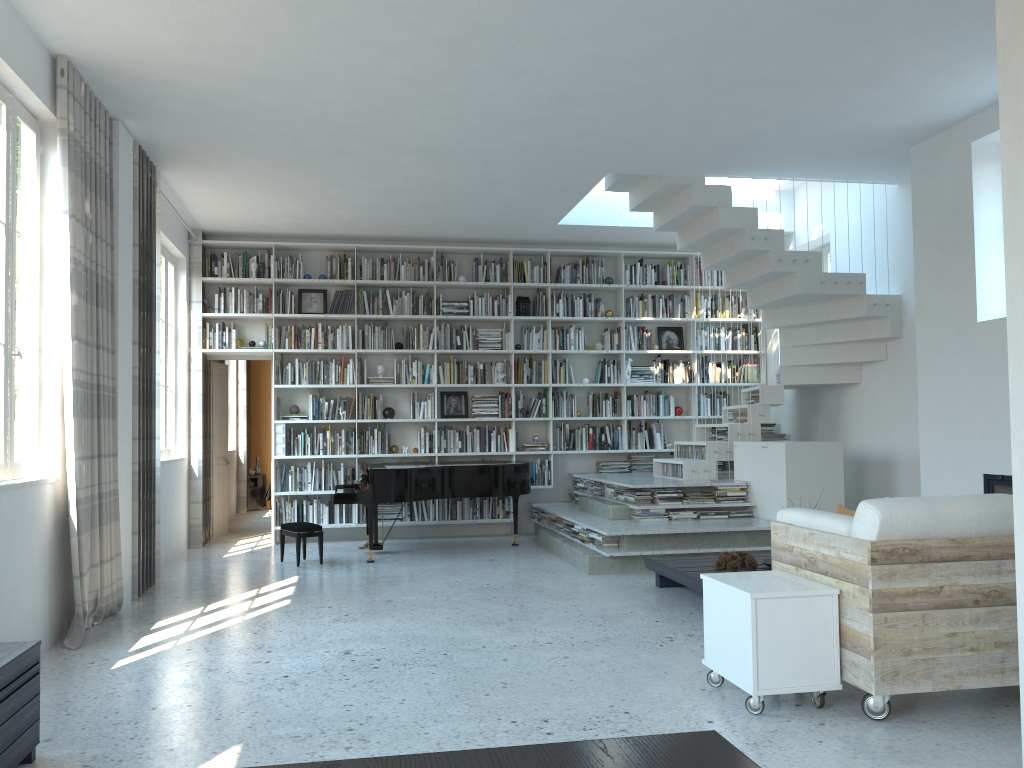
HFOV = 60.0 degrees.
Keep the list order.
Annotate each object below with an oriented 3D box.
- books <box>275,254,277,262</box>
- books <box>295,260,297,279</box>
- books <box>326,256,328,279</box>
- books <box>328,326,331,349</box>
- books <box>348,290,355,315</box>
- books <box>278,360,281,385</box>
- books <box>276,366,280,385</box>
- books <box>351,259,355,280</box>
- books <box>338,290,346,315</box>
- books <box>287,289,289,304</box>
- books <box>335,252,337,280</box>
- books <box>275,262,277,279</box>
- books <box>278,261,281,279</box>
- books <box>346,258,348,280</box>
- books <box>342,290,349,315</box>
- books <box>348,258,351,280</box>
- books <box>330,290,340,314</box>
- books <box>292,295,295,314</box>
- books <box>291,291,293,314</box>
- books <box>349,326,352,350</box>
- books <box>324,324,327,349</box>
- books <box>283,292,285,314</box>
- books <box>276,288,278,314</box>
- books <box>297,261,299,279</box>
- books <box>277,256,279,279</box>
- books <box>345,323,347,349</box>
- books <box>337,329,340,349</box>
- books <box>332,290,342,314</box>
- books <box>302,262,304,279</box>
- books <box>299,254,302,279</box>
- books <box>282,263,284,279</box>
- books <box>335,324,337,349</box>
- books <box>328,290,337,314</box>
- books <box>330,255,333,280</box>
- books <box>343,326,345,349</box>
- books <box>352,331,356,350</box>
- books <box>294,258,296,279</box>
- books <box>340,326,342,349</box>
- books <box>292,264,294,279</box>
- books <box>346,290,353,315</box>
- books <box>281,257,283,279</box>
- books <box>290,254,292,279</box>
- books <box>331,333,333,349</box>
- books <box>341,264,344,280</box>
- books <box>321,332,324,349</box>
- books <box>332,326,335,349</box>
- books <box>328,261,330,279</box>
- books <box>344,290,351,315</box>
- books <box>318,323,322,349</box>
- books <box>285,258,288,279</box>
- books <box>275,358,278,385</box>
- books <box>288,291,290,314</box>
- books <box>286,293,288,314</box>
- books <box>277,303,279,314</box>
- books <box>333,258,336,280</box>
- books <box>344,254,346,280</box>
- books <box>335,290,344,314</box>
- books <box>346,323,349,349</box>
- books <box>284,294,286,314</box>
[{"bbox_3d":[-2.504,-1.222,9.396,0.007,0.285,0.159,0,-3,-11],"label":"books"},{"bbox_3d":[-2.290,-1.191,9.420,0.013,0.219,0.181,0,-3,-11],"label":"books"},{"bbox_3d":[-1.978,-1.220,9.496,0.013,0.277,0.151,0,-2,-11],"label":"books"},{"bbox_3d":[-1.948,-0.479,9.466,0.029,0.260,0.157,0,-3,-11],"label":"books"},{"bbox_3d":[-1.722,-0.859,9.515,0.078,0.285,0.174,0,-3,-11],"label":"books"},{"bbox_3d":[-2.438,-0.113,9.335,0.027,0.266,0.176,0,-3,-11],"label":"books"},{"bbox_3d":[-2.463,-0.084,9.346,0.026,0.209,0.155,0,-3,-11],"label":"books"},{"bbox_3d":[-1.710,-1.208,9.546,0.039,0.252,0.146,0,-3,-11],"label":"books"},{"bbox_3d":[-1.821,-0.856,9.490,0.097,0.282,0.174,0,-3,-11],"label":"books"},{"bbox_3d":[-2.368,-0.854,9.389,0.005,0.281,0.191,0,-3,-11],"label":"books"},{"bbox_3d":[-1.887,-1.241,9.522,0.014,0.320,0.137,0,-2,-11],"label":"books"},{"bbox_3d":[-2.490,-1.182,9.388,0.017,0.204,0.142,0,-3,-11],"label":"books"},{"bbox_3d":[-2.460,-1.185,9.399,0.032,0.210,0.158,0,-3,-11],"label":"books"},{"bbox_3d":[-1.772,-1.212,9.533,0.022,0.260,0.152,0,-3,-11],"label":"books"},{"bbox_3d":[-1.792,-0.858,9.516,0.078,0.285,0.174,0,-3,-11],"label":"books"},{"bbox_3d":[-1.743,-1.210,9.525,0.031,0.254,0.178,0,-3,-11],"label":"books"},{"bbox_3d":[-1.898,-0.852,9.496,0.110,0.279,0.174,0,-3,-11],"label":"books"},{"bbox_3d":[-2.313,-0.822,9.388,0.012,0.214,0.185,0,-3,-11],"label":"books"},{"bbox_3d":[-2.326,-0.841,9.394,0.012,0.254,0.166,0,-3,-11],"label":"books"},{"bbox_3d":[-1.731,-0.482,9.489,0.035,0.263,0.177,0,-3,-11],"label":"books"},{"bbox_3d":[-1.986,-0.491,9.456,0.025,0.286,0.161,0,-3,-11],"label":"books"},{"bbox_3d":[-2.411,-0.838,9.366,0.004,0.246,0.189,0,-3,-11],"label":"books"},{"bbox_3d":[-2.482,-0.856,9.372,0.006,0.287,0.148,0,-2,-10],"label":"books"},{"bbox_3d":[-2.272,-1.188,9.416,0.021,0.213,0.173,0,-3,-11],"label":"books"},{"bbox_3d":[-2.480,-1.209,9.397,0.007,0.258,0.156,0,-3,-11],"label":"books"},{"bbox_3d":[-1.774,-0.496,9.472,0.012,0.291,0.182,0,-3,-11],"label":"books"},{"bbox_3d":[-1.855,-0.465,9.463,0.030,0.230,0.172,0,-3,-11],"label":"books"},{"bbox_3d":[-1.873,-0.853,9.483,0.110,0.279,0.174,0,-3,-11],"label":"books"},{"bbox_3d":[-2.226,-1.185,9.450,0.013,0.210,0.136,0,-3,-11],"label":"books"},{"bbox_3d":[-2.254,-1.226,9.454,0.015,0.293,0.131,0,-2,-11],"label":"books"},{"bbox_3d":[-2.425,-1.176,9.412,0.017,0.193,0.129,0,-3,-11],"label":"books"},{"bbox_3d":[-1.877,-0.490,9.465,0.012,0.280,0.188,0,-3,-11],"label":"books"},{"bbox_3d":[-1.919,-0.852,9.483,0.110,0.279,0.174,0,-3,-11],"label":"books"},{"bbox_3d":[-1.929,-1.222,9.488,0.024,0.279,0.188,0,-3,-11],"label":"books"},{"bbox_3d":[-1.797,-0.482,9.497,0.024,0.266,0.155,0,-3,-11],"label":"books"},{"bbox_3d":[-1.690,-0.453,9.470,0.039,0.202,0.236,0,-3,-11],"label":"books"},{"bbox_3d":[-2.305,-1.207,9.427,0.013,0.252,0.129,0,-2,-11],"label":"books"},{"bbox_3d":[-1.829,-0.482,9.468,0.022,0.263,0.174,0,-3,-11],"label":"books"},{"bbox_3d":[-2.322,-1.172,9.417,0.026,0.182,0.161,0,-3,-11],"label":"books"},{"bbox_3d":[-1.747,-0.858,9.525,0.078,0.285,0.174,0,-3,-11],"label":"books"},{"bbox_3d":[-2.437,-1.205,9.397,0.012,0.249,0.180,0,-3,-11],"label":"books"},{"bbox_3d":[-2.340,-1.221,9.397,0.015,0.279,0.190,0,-3,-11],"label":"books"},{"bbox_3d":[-1.922,-0.442,9.468,0.022,0.186,0.136,0,-3,-11],"label":"books"},{"bbox_3d":[-1.817,-1.178,9.510,0.027,0.190,0.177,0,-3,-11],"label":"books"},{"bbox_3d":[-2.008,-0.448,9.423,0.029,0.195,0.192,0,-3,-11],"label":"books"},{"bbox_3d":[-1.903,-0.479,9.478,0.035,0.260,0.131,0,-2,-11],"label":"books"},{"bbox_3d":[-1.955,-1.191,9.486,0.028,0.218,0.153,0,-3,-11],"label":"books"},{"bbox_3d":[-1.770,-0.858,9.525,0.078,0.285,0.174,0,-3,-11],"label":"books"},{"bbox_3d":[-2.038,-0.492,9.423,0.030,0.285,0.185,0,-3,-11],"label":"books"},{"bbox_3d":[-2.394,-1.202,9.407,0.016,0.243,0.156,0,-3,-11],"label":"books"},{"bbox_3d":[-2.484,-0.121,9.353,0.012,0.285,0.159,0,-3,-11],"label":"books"},{"bbox_3d":[-2.353,-0.844,9.382,0.023,0.258,0.183,0,-3,-11],"label":"books"},{"bbox_3d":[-2.380,-0.836,9.388,0.019,0.243,0.153,0,-3,-11],"label":"books"},{"bbox_3d":[-2.471,-0.815,9.377,0.015,0.207,0.172,0,-3,-11],"label":"books"},{"bbox_3d":[-1.903,-1.207,9.491,0.028,0.249,0.155,0,-3,-11],"label":"books"},{"bbox_3d":[-1.791,-1.232,9.507,0.025,0.297,0.163,0,-2,-11],"label":"books"},{"bbox_3d":[-1.854,-0.852,9.505,0.110,0.279,0.174,0,-3,-11],"label":"books"},{"bbox_3d":[-1.760,-0.495,9.487,0.022,0.289,0.169,0,-3,-11],"label":"books"},{"bbox_3d":[-2.389,-0.824,9.375,0.018,0.218,0.186,0,-3,-11],"label":"books"}]
